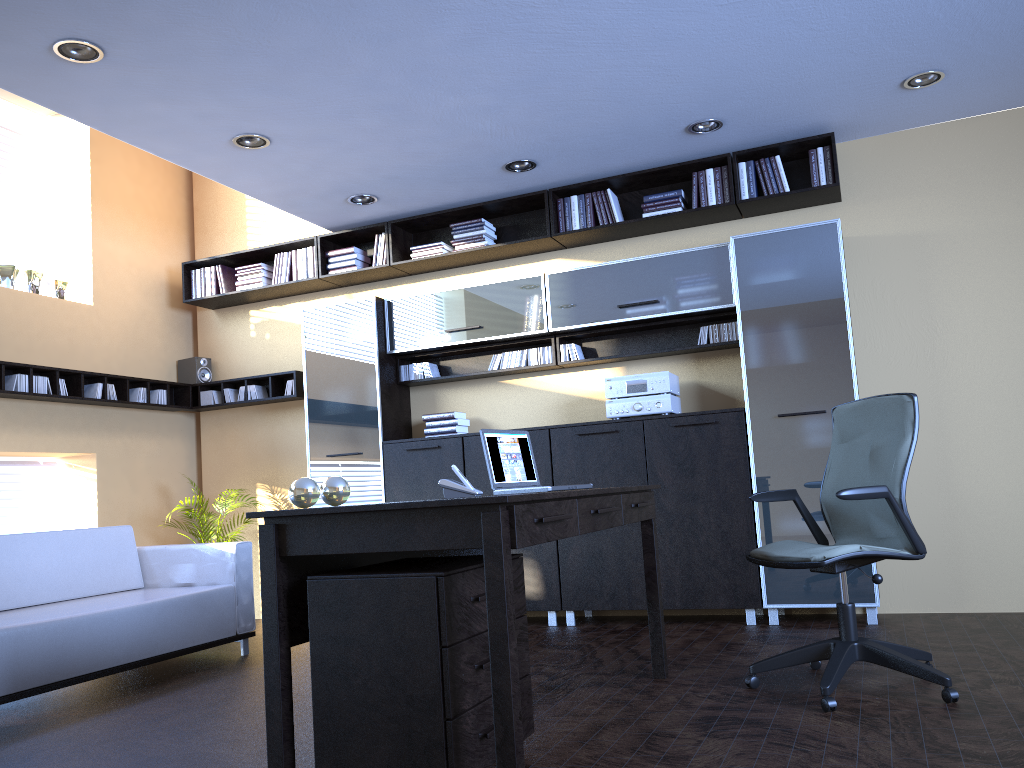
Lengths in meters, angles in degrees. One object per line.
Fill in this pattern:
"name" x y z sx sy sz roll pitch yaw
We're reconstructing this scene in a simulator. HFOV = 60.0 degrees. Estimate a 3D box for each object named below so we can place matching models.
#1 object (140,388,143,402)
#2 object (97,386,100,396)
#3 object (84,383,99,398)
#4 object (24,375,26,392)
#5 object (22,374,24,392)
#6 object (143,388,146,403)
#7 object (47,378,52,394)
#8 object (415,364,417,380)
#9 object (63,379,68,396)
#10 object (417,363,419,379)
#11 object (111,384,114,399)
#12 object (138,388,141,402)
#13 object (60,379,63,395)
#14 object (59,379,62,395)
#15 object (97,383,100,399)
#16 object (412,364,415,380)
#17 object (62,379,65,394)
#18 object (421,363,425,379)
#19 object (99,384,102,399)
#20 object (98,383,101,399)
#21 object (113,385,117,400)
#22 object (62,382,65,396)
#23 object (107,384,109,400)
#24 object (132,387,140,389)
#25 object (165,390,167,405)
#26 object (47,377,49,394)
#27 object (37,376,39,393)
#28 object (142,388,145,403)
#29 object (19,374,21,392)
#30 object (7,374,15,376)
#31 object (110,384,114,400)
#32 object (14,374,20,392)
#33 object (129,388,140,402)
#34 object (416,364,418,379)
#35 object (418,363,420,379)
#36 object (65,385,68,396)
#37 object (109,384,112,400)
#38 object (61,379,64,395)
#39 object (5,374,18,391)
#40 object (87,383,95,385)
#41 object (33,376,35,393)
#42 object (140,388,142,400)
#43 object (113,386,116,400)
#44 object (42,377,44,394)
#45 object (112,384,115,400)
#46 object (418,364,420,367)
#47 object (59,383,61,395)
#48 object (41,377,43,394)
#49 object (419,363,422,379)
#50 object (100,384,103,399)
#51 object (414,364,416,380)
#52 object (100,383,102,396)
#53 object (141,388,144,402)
"object" -2.965 0.094 6.967 0.140 0.117 0.026 -6 -6 22
"object" -3.127 0.059 6.591 0.142 0.119 0.030 -6 -6 22
"object" -3.129 0.058 6.575 0.142 0.118 0.040 -6 -6 22
"object" -3.363 0.005 6.025 0.142 0.120 0.009 -6 -6 21
"object" -3.363 0.002 6.003 0.142 0.120 0.009 -6 -6 22
"object" -2.951 0.098 7.006 0.142 0.120 0.009 -6 -6 22
"object" -3.285 0.023 6.201 0.142 0.118 0.040 -6 -6 22
"object" -0.695 -0.086 6.716 0.009 0.120 0.142 -6 -7 22
"object" -3.234 0.034 6.320 0.142 0.118 0.040 -6 -6 22
"object" -0.677 -0.088 6.707 0.009 0.120 0.142 -6 -7 22
"object" -3.074 0.070 6.706 0.142 0.119 0.030 -6 -6 22
"object" -2.974 0.094 6.960 0.142 0.119 0.030 -6 -6 21
"object" -3.246 0.030 6.287 0.142 0.119 0.030 -6 -6 22
"object" -3.247 0.028 6.277 0.140 0.117 0.026 -6 -6 22
"object" -3.126 0.059 6.589 0.140 0.117 0.026 -6 -6 22
"object" -0.714 -0.084 6.722 0.009 0.120 0.142 -6 -7 22
"object" -3.242 0.032 6.308 0.140 0.117 0.026 -6 -6 21
"object" -0.648 -0.091 6.698 0.009 0.120 0.142 -6 -7 22
"object" -3.120 0.061 6.609 0.140 0.117 0.026 -6 -6 22
"object" -3.122 0.060 6.599 0.142 0.119 0.030 -6 -6 22
"object" -3.066 0.073 6.730 0.142 0.118 0.040 -6 -6 22
"object" -3.244 0.032 6.308 0.142 0.119 0.030 -6 -6 21
"object" -3.091 0.066 6.668 0.142 0.120 0.009 -6 -6 22
"object" -2.980 0.094 6.947 0.142 0.122 0.041 -6 -6 22
"object" -2.865 0.116 7.199 0.142 0.120 0.009 -6 -6 22
"object" -3.287 0.023 6.201 0.142 0.122 0.041 -6 -6 22
"object" -3.317 0.013 6.111 0.142 0.120 0.009 -6 -6 22
"object" -2.956 0.096 6.986 0.142 0.119 0.030 -6 -6 22
"object" -3.370 0.001 5.984 0.142 0.120 0.009 -6 -6 22
"object" -3.388 0.000 5.955 0.142 0.122 0.041 -6 -6 21
"object" -3.075 0.068 6.695 0.142 0.119 0.030 -6 -6 22
"object" -3.375 0.000 5.975 0.142 0.120 0.009 -6 -6 22
"object" -2.978 0.093 6.945 0.142 0.118 0.040 -6 -6 22
"object" -0.686 -0.087 6.710 0.009 0.120 0.142 -6 -7 21
"object" -0.668 -0.089 6.701 0.006 0.118 0.140 -6 -7 22
"object" -3.233 0.034 6.320 0.140 0.115 0.036 -6 -6 22
"object" -3.082 0.068 6.687 0.142 0.119 0.030 -6 -6 22
"object" -3.245 0.031 6.297 0.142 0.119 0.030 -6 -6 22
"object" -3.385 -0.001 5.953 0.142 0.118 0.040 -6 -6 22
"object" -3.130 0.059 6.576 0.142 0.122 0.041 -6 -6 22
"object" -3.332 0.010 6.084 0.142 0.120 0.009 -6 -6 22
"object" -2.968 0.095 6.968 0.142 0.119 0.030 -6 -6 22
"object" -3.067 0.070 6.715 0.140 0.117 0.026 -6 -6 22
"object" -3.303 0.016 6.150 0.142 0.120 0.009 -6 -6 22
"object" -3.071 0.071 6.716 0.142 0.119 0.030 -6 -6 22
"object" -0.667 -0.089 6.704 0.009 0.120 0.142 -6 -7 22
"object" -3.250 0.029 6.277 0.142 0.119 0.030 -6 -6 22
"object" -3.307 0.015 6.140 0.142 0.120 0.009 -6 -6 22
"object" -0.659 -0.090 6.698 0.009 0.120 0.142 -6 -7 22
"object" -3.117 0.062 6.620 0.142 0.119 0.030 -6 -6 22
"object" -0.703 -0.085 6.721 0.009 0.120 0.142 -6 -7 22
"object" -3.121 0.061 6.610 0.142 0.119 0.030 -6 -6 22
"object" -2.962 0.095 6.977 0.142 0.119 0.030 -6 -6 22
